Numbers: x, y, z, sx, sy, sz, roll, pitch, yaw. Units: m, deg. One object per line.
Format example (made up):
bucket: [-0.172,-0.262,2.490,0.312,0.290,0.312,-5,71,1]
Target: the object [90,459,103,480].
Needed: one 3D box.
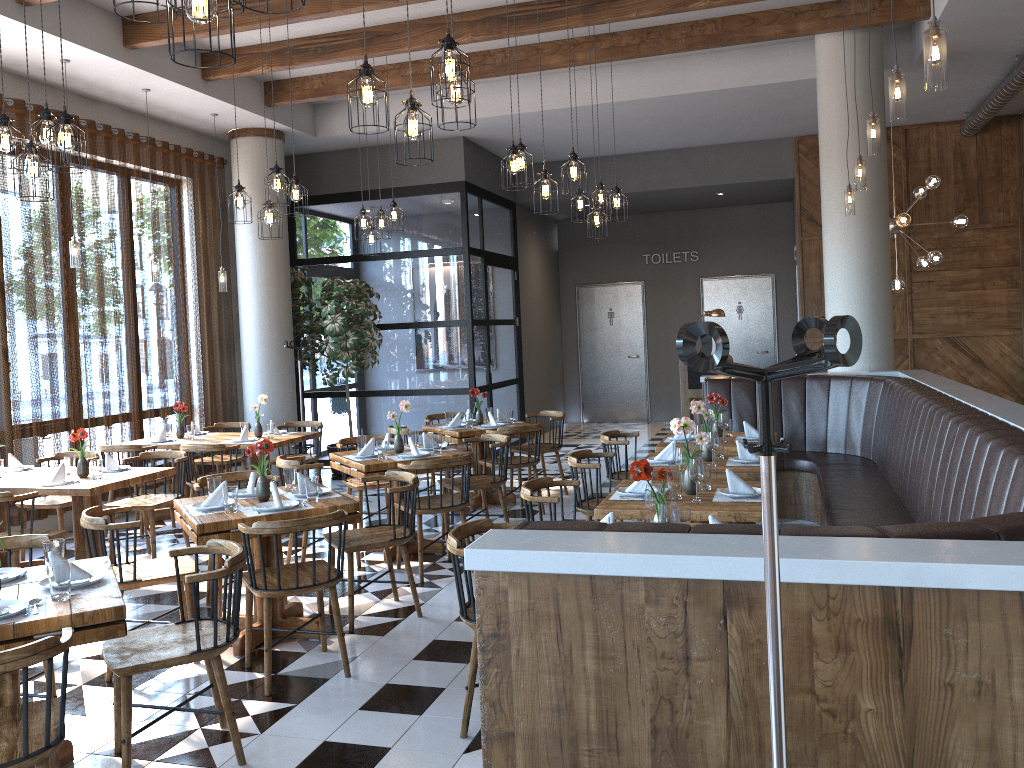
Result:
object: [-2.852,0.589,6.092,0.080,0.132,0.080,-3,2,2]

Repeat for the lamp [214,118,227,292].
lamp: [-3.100,-1.957,9.359,0.078,1.962,0.078,-3,1,-41]

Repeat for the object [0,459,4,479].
object: [-3.682,0.611,6.345,0.080,0.132,0.080,-4,2,-38]

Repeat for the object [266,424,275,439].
object: [-2.222,0.435,8.168,0.080,0.132,0.080,-3,2,2]

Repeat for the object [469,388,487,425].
object: [-0.329,0.213,8.593,0.156,0.355,0.171,-3,2,-26]

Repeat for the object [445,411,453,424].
object: [-0.615,0.334,8.647,0.080,0.132,0.080,-3,2,-8]

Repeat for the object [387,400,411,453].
object: [-0.848,0.326,6.740,0.146,0.400,0.207,-2,2,29]

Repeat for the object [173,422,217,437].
object: [-3.138,0.436,8.804,0.352,0.137,0.272,-2,3,17]

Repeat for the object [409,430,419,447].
object: [-0.779,0.438,7.052,0.080,0.132,0.080,-2,2,32]

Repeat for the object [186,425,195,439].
object: [-3.052,0.457,8.421,0.080,0.132,0.080,-2,2,32]

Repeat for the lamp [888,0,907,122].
lamp: [1.836,-2.263,4.292,0.078,1.962,0.078,-2,1,36]

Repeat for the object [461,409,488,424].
object: [-0.444,0.315,8.797,0.352,0.137,0.272,-4,3,-28]

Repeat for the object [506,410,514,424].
object: [-0.018,0.318,8.478,0.080,0.132,0.080,-1,2,42]

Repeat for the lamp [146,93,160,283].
lamp: [-3.408,-1.941,8.353,0.078,1.962,0.078,-3,1,3]

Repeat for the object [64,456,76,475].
object: [-3.179,0.586,6.379,0.080,0.132,0.080,-3,2,2]

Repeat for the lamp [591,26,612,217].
lamp: [0.792,-2.605,8.240,0.175,2.069,0.175,-3,1,-29]

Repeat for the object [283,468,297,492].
object: [-1.318,0.570,5.273,0.080,0.132,0.080,-2,2,22]

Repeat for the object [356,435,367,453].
object: [-1.161,0.468,6.845,0.080,0.132,0.080,-2,2,32]

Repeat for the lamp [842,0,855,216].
lamp: [2.769,-2.380,7.351,0.078,1.962,0.078,-3,1,-41]

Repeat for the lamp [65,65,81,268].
lamp: [-3.699,-1.956,7.406,0.078,1.962,0.078,-2,1,7]

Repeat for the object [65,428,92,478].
object: [-3.017,0.480,6.170,0.156,0.355,0.171,-3,1,-4]

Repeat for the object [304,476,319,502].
object: [-1.104,0.583,4.899,0.080,0.132,0.080,-2,2,22]

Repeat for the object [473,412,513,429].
object: [-0.185,0.332,8.326,0.352,0.137,0.272,-4,3,-28]

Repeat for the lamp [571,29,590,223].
lamp: [0.593,-2.536,8.189,0.175,2.069,0.175,-3,1,-40]

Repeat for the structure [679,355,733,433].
structure: [2.104,0.363,9.118,0.645,1.299,1.047,-2,2,17]

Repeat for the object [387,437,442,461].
object: [-0.728,0.465,6.523,0.352,0.137,0.272,-4,3,-28]

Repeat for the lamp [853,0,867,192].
lamp: [2.461,-2.364,6.344,0.078,1.962,0.078,-3,1,3]

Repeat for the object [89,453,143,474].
object: [-2.916,0.566,6.477,0.352,0.137,0.272,-2,3,17]

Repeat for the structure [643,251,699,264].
structure: [2.653,-2.109,14.822,0.915,0.166,0.035,-2,1,17]

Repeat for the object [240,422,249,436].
object: [-2.549,0.433,8.455,0.080,0.132,0.080,-3,2,2]

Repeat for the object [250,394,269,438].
object: [-2.358,0.300,8.292,0.146,0.400,0.207,-2,2,10]

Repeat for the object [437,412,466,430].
object: [-0.548,0.342,8.433,0.272,0.137,0.352,-4,4,-28]

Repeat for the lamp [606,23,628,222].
lamp: [0.897,-2.488,7.877,0.175,2.069,0.175,-2,1,27]

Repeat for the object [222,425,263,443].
object: [-2.438,0.451,8.033,0.352,0.137,0.272,-2,3,17]

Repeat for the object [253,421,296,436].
object: [-2.289,0.413,8.545,0.352,0.137,0.272,-2,3,17]

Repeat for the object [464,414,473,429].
object: [-0.400,0.348,8.260,0.080,0.132,0.080,-2,2,32]

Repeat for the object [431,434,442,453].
object: [-0.565,0.451,6.677,0.080,0.132,0.080,-2,2,32]

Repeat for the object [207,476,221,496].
object: [-1.701,0.599,5.067,0.080,0.132,0.080,-2,2,22]

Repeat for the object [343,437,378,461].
object: [-1.091,0.475,6.631,0.272,0.137,0.352,-4,4,-28]

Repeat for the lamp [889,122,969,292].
lamp: [4.175,-2.097,9.683,1.162,2.190,1.186,-3,2,-22]

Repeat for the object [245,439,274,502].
object: [-1.399,0.482,4.936,0.156,0.355,0.171,-3,2,-18]

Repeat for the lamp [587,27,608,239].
lamp: [0.734,-2.358,8.023,0.175,2.069,0.175,-3,1,-29]

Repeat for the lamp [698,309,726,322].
lamp: [1.934,-0.367,8.861,0.445,0.756,0.170,-3,1,-8]

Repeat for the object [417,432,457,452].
object: [-0.625,0.438,6.887,0.272,0.137,0.352,-4,4,-28]

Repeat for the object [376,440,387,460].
object: [-0.947,0.481,6.459,0.080,0.132,0.080,-2,2,32]

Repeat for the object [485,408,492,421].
object: [-0.232,0.305,8.853,0.080,0.132,0.080,-1,2,42]

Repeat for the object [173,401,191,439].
object: [-3.200,0.343,8.577,0.156,0.355,0.171,-3,1,-7]

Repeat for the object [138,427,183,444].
object: [-3.287,0.473,8.292,0.352,0.137,0.272,-2,3,17]

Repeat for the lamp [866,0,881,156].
lamp: [2.170,-2.379,5.398,0.078,1.962,0.078,-3,1,-38]

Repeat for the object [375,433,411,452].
object: [-0.988,0.448,6.994,0.352,0.137,0.272,-4,3,-28]

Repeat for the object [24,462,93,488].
object: [-3.065,0.604,5.965,0.352,0.137,0.272,-2,3,17]

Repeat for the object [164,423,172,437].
object: [-3.379,0.455,8.708,0.080,0.132,0.080,-2,2,32]

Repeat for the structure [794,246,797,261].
structure: [4.183,-1.923,13.067,0.025,0.197,0.566,-2,3,17]

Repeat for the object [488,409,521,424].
object: [-0.081,0.305,8.689,0.272,0.137,0.352,-4,4,-28]

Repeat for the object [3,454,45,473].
object: [-3.766,0.589,6.736,0.352,0.137,0.272,-2,3,17]

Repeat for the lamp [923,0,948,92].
lamp: [1.530,-2.073,3.268,0.078,1.962,0.078,-3,1,-33]
